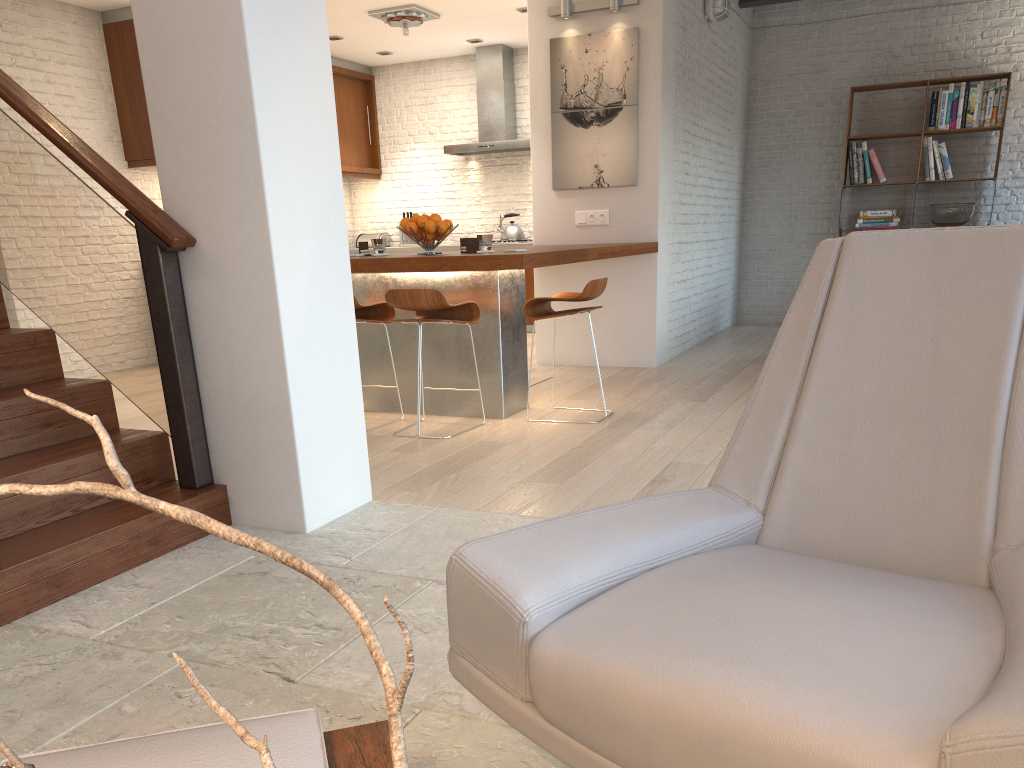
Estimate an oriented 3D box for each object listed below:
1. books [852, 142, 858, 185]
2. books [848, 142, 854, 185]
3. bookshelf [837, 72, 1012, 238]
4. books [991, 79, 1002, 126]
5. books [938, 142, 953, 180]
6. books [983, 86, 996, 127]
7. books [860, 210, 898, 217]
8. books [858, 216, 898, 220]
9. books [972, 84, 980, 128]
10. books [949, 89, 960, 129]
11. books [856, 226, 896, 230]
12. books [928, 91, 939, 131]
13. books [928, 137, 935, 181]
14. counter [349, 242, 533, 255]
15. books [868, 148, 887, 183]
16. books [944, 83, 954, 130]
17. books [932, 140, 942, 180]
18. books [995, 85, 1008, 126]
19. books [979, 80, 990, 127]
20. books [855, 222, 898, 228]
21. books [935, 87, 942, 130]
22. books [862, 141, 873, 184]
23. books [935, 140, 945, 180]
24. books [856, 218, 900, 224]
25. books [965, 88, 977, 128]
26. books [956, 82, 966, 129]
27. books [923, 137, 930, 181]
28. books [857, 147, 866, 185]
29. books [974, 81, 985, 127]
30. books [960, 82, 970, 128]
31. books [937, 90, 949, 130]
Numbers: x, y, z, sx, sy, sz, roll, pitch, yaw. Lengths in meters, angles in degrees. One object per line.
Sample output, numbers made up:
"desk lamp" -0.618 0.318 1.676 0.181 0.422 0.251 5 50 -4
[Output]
"books" 3.332 -2.131 8.449 0.091 0.403 0.233 6 18 24
"books" 3.295 -2.131 8.457 0.091 0.403 0.233 6 18 24
"bookshelf" 3.852 -1.669 8.350 1.309 2.308 0.348 5 20 23
"books" 4.351 -2.517 7.850 0.036 0.402 0.233 7 18 24
"books" 4.044 -2.074 8.137 0.157 0.345 0.244 6 17 24
"books" 4.306 -2.490 7.873 0.055 0.345 0.244 7 18 24
"books" 3.578 -1.661 8.495 0.324 0.058 0.245 3 11 26
"books" 3.573 -1.624 8.513 0.354 0.022 0.261 2 11 22
"books" 4.206 -2.509 7.917 0.020 0.376 0.260 7 18 24
"books" 4.056 -2.502 7.998 0.055 0.345 0.244 7 18 24
"books" 3.573 -1.529 8.539 0.354 0.022 0.261 2 11 24
"books" 3.899 -2.508 8.065 0.055 0.345 0.244 7 18 24
"books" 3.929 -2.102 8.173 0.103 0.402 0.233 6 18 24
"counter" -0.960 -1.274 8.407 3.503 0.073 3.201 2 11 24
"books" 3.520 -2.093 8.390 0.193 0.334 0.244 5 17 24
"books" 4.006 -2.529 7.995 0.036 0.402 0.233 7 18 24
"books" 3.982 -2.086 8.166 0.124 0.365 0.260 6 18 24
"books" 4.404 -2.490 7.854 0.055 0.345 0.244 7 18 24
"books" 4.266 -2.520 7.887 0.036 0.402 0.233 7 18 24
"books" 3.561 -1.557 8.528 0.378 0.038 0.234 1 11 19
"books" 3.934 -2.520 8.044 0.020 0.376 0.260 7 18 24
"books" 3.425 -2.124 8.396 0.120 0.400 0.233 6 18 24
"books" 4.006 -2.086 8.165 0.124 0.365 0.260 6 18 24
"books" 3.567 -1.592 8.505 0.379 0.038 0.234 1 11 18
"books" 4.165 -2.494 7.925 0.055 0.345 0.244 7 18 24
"books" 4.090 -2.525 7.953 0.036 0.402 0.233 7 18 24
"books" 3.904 -2.108 8.208 0.101 0.402 0.233 6 18 24
"books" 3.388 -2.107 8.453 0.102 0.350 0.244 6 18 24
"books" 4.237 -2.523 7.913 0.036 0.402 0.233 7 18 24
"books" 4.127 -2.525 7.947 0.036 0.402 0.233 7 18 24
"books" 3.963 -2.502 8.019 0.055 0.345 0.244 7 18 24
